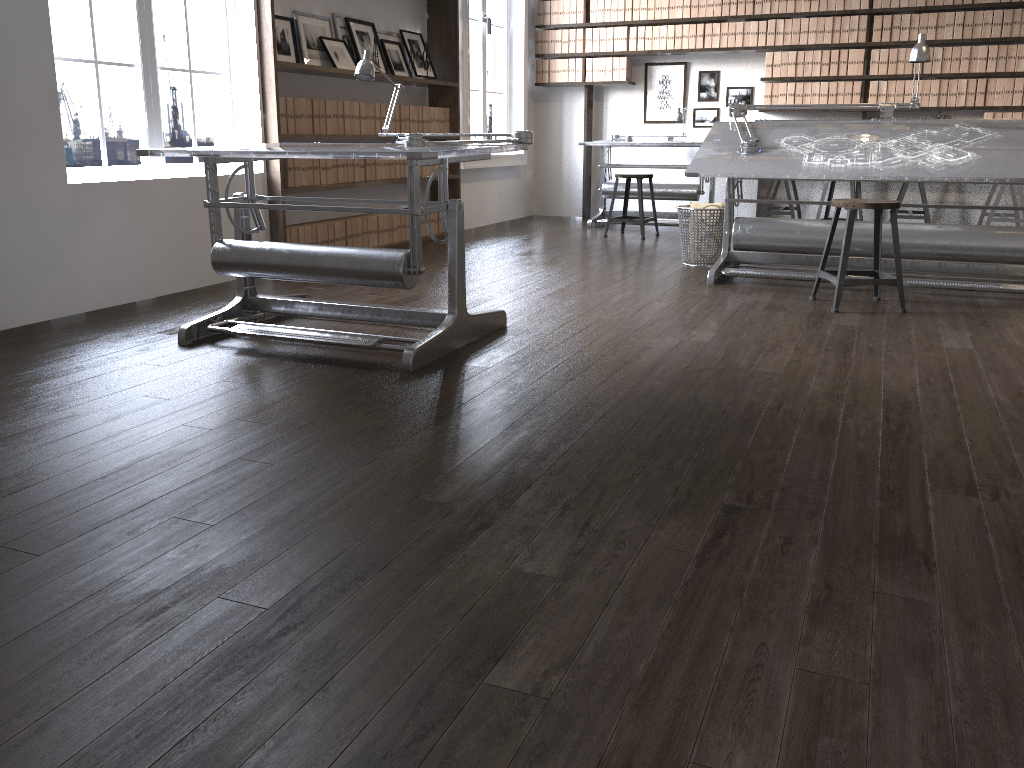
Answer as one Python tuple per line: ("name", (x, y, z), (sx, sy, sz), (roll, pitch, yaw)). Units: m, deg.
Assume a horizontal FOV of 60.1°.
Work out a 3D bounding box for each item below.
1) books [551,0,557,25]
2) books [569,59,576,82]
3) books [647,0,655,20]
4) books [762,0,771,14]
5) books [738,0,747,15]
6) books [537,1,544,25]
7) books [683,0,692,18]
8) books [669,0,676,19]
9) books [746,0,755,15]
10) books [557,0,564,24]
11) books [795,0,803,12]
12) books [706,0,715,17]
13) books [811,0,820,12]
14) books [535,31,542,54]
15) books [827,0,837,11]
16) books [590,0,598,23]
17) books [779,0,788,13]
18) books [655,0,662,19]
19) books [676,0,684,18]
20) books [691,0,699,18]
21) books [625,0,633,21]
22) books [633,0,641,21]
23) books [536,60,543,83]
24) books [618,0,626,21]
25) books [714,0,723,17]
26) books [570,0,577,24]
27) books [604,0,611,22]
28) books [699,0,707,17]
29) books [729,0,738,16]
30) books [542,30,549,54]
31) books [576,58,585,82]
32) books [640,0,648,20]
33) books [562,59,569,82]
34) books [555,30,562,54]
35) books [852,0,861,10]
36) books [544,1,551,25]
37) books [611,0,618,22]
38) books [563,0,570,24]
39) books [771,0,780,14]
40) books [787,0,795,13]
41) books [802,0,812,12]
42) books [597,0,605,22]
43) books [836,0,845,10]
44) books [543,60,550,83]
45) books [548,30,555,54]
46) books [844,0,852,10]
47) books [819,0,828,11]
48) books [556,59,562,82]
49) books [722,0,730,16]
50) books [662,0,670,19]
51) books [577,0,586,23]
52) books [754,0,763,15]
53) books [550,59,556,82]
("books", (0.445, -3.658, 8.747), (0.067, 0.223, 0.176), (5, 15, 22))
("books", (0.622, -3.105, 8.793), (0.067, 0.223, 0.176), (5, 15, 22))
("books", (1.339, -3.550, 8.386), (0.067, 0.223, 0.176), (5, 15, 22))
("books", (2.310, -3.437, 7.986), (0.067, 0.223, 0.176), (5, 15, 22))
("books", (2.109, -3.462, 8.073), (0.067, 0.223, 0.176), (5, 15, 22))
("books", (0.315, -3.673, 8.803), (0.067, 0.223, 0.176), (5, 15, 22))
("books", (1.651, -3.513, 8.254), (0.067, 0.223, 0.176), (5, 15, 22))
("books", (1.528, -3.528, 8.308), (0.067, 0.223, 0.176), (5, 15, 22))
("books", (2.175, -3.452, 8.040), (0.067, 0.223, 0.176), (5, 15, 22))
("books", (0.504, -3.651, 8.725), (0.067, 0.223, 0.176), (5, 15, 22))
("books", (2.565, -3.409, 7.884), (0.067, 0.223, 0.176), (5, 15, 22))
("books", (1.845, -3.491, 8.177), (0.067, 0.223, 0.176), (5, 15, 22))
("books", (2.689, -3.393, 7.830), (0.067, 0.223, 0.176), (5, 15, 22))
("books", (0.295, -3.410, 8.866), (0.067, 0.223, 0.176), (5, 15, 22))
("books", (2.820, -3.380, 7.783), (0.067, 0.223, 0.176), (5, 15, 22))
("books", (0.817, -3.609, 8.596), (0.067, 0.223, 0.176), (5, 15, 22))
("books", (2.442, -3.423, 7.936), (0.067, 0.223, 0.176), (5, 15, 22))
("books", (1.404, -3.543, 8.360), (0.067, 0.223, 0.176), (5, 15, 22))
("books", (1.585, -3.521, 8.283), (0.067, 0.223, 0.176), (5, 15, 22))
("books", (1.717, -3.506, 8.231), (0.067, 0.223, 0.176), (5, 15, 22))
("books", (1.137, -3.572, 8.464), (0.067, 0.223, 0.176), (5, 15, 22))
("books", (1.208, -3.565, 8.440), (0.067, 0.223, 0.176), (5, 15, 22))
("books", (0.302, -3.144, 8.931), (0.067, 0.223, 0.176), (5, 15, 22))
("books", (1.071, -3.581, 8.496), (0.067, 0.223, 0.176), (5, 15, 22))
("books", (1.911, -3.482, 8.146), (0.067, 0.223, 0.176), (5, 15, 22))
("books", (0.628, -3.637, 8.675), (0.067, 0.223, 0.176), (5, 15, 22))
("books", (0.949, -3.593, 8.539), (0.067, 0.223, 0.176), (5, 15, 22))
("books", (1.783, -3.499, 8.206), (0.067, 0.223, 0.176), (5, 15, 22))
("books", (2.038, -3.469, 8.099), (0.067, 0.223, 0.176), (5, 15, 22))
("books", (0.359, -3.405, 8.846), (0.067, 0.223, 0.176), (5, 15, 22))
("books", (0.690, -3.099, 8.769), (0.067, 0.223, 0.176), (5, 15, 22))
("books", (1.272, -3.557, 8.409), (0.067, 0.223, 0.176), (5, 15, 22))
("books", (0.555, -3.113, 8.820), (0.067, 0.223, 0.176), (5, 15, 22))
("books", (0.488, -3.389, 8.789), (0.067, 0.223, 0.176), (5, 15, 22))
("books", (3.003, -3.358, 7.704), (0.067, 0.223, 0.176), (5, 15, 22))
("books", (0.378, -3.665, 8.773), (0.067, 0.223, 0.176), (5, 15, 22))
("books", (1.009, -3.588, 8.519), (0.067, 0.223, 0.176), (5, 15, 22))
("books", (0.564, -3.643, 8.695), (0.067, 0.223, 0.176), (5, 15, 22))
("books", (2.377, -3.431, 7.963), (0.067, 0.223, 0.176), (5, 15, 22))
("books", (2.502, -3.414, 7.905), (0.067, 0.223, 0.176), (5, 15, 22))
("books", (2.623, -3.401, 7.859), (0.067, 0.223, 0.176), (5, 15, 22))
("books", (0.883, -3.601, 8.566), (0.067, 0.223, 0.176), (5, 15, 22))
("books", (2.882, -3.371, 7.750), (0.067, 0.223, 0.176), (5, 15, 22))
("books", (0.369, -3.135, 8.898), (0.067, 0.223, 0.176), (5, 15, 22))
("books", (0.425, -3.397, 8.819), (0.067, 0.223, 0.176), (5, 15, 22))
("books", (2.945, -3.365, 7.729), (0.067, 0.223, 0.176), (5, 15, 22))
("books", (2.755, -3.387, 7.807), (0.067, 0.223, 0.176), (5, 15, 22))
("books", (0.499, -3.121, 8.848), (0.067, 0.223, 0.176), (5, 15, 22))
("books", (1.978, -3.475, 8.119), (0.067, 0.223, 0.176), (5, 15, 22))
("books", (1.464, -3.534, 8.329), (0.067, 0.223, 0.176), (5, 15, 22))
("books", (0.694, -3.630, 8.649), (0.067, 0.223, 0.176), (5, 15, 22))
("books", (2.246, -3.446, 8.017), (0.067, 0.223, 0.176), (5, 15, 22))
("books", (0.439, -3.128, 8.875), (0.067, 0.223, 0.176), (5, 15, 22))
